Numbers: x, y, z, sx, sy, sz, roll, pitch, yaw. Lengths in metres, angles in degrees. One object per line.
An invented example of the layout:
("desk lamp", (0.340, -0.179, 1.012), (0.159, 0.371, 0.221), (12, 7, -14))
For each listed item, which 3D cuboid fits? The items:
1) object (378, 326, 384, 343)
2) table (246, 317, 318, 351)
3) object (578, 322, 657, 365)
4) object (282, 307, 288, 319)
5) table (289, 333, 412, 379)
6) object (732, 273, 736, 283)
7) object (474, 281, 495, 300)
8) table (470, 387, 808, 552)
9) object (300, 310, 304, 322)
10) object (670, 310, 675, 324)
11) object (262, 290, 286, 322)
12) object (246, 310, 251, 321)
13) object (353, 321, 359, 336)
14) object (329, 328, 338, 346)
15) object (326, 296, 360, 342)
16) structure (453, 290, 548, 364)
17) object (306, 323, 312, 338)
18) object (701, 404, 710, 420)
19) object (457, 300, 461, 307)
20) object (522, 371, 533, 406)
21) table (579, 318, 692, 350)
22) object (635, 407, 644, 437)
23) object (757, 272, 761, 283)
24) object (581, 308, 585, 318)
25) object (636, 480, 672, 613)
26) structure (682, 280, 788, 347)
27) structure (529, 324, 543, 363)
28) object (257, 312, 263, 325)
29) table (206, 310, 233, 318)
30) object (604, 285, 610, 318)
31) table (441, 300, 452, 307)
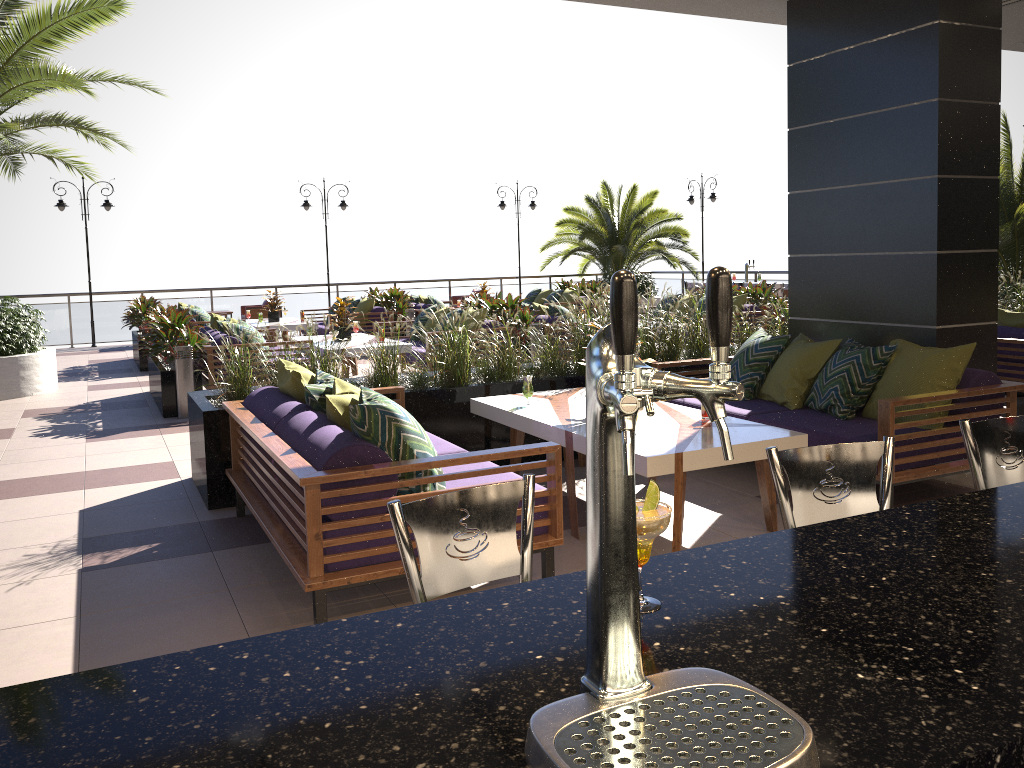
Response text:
("object", (-1.488, -0.565, 10.063), (0.067, 0.189, 0.085), (-1, 5, 5))
("table", (-3.875, -0.749, 14.542), (0.943, 0.551, 2.046), (-5, 8, -25))
("object", (0.573, -0.089, 5.027), (0.425, 0.524, 0.432), (-3, 6, -13))
("object", (-3.900, -1.220, 15.223), (0.106, 0.196, 0.106), (-1, 5, 8))
("table", (-1.959, -0.241, 10.514), (0.943, 0.551, 2.046), (-5, 8, -25))
("object", (4.210, -2.011, 16.781), (0.069, 0.180, 0.069), (2, 6, 37))
("object", (-0.518, -1.610, 16.139), (0.425, 0.524, 0.432), (-1, 6, 2))
("table", (0.596, 0.445, 5.074), (0.943, 0.551, 2.046), (-5, 8, -25))
("object", (-3.351, -1.079, 14.130), (0.067, 0.189, 0.085), (-1, 5, 5))
("object", (2.119, -0.896, 11.662), (0.106, 0.196, 0.106), (-1, 5, 8))
("object", (-3.912, -1.280, 14.475), (0.430, 0.524, 0.427), (-1, 6, 7))
("object", (-4.448, -1.156, 14.936), (0.069, 0.180, 0.069), (-1, 5, 8))
("object", (-1.963, -0.696, 11.132), (0.069, 0.180, 0.069), (-1, 5, 8))
("object", (-1.976, -0.521, 9.824), (0.106, 0.196, 0.106), (-1, 5, 8))
("object", (-1.997, -0.774, 10.461), (0.425, 0.524, 0.432), (-2, 6, -8))
("structure", (-0.228, -0.614, 11.318), (0.702, 1.167, 2.430), (-4, 8, -23))
("object", (-2.477, -0.653, 10.820), (0.069, 0.210, 0.069), (-5, 6, -37))
("object", (1.056, 0.097, 4.795), (0.067, 0.189, 0.085), (-2, 5, 0))
("object", (-0.989, -1.478, 16.531), (0.069, 0.180, 0.069), (-5, 6, -37))
("object", (0.097, 0.024, 5.439), (0.069, 0.210, 0.069), (-6, 6, -42))
("table", (1.476, -0.567, 12.133), (0.943, 0.551, 2.046), (-5, 8, -25))
("object", (0.609, 0.159, 4.421), (0.106, 0.196, 0.106), (-1, 5, 3))
("object", (4.511, -1.947, 16.146), (0.069, 0.210, 0.069), (-6, 6, -42))
("object", (1.003, -0.976, 12.488), (0.067, 0.189, 0.085), (-1, 5, 5))
("object", (0.197, 0.248, 1.376), (0.105, 0.196, 0.106), (-1, 5, 3))
("structure", (3.273, -0.947, 12.972), (0.738, 1.166, 2.261), (-4, 8, -24))
("structure", (0.288, -0.348, 10.275), (0.180, 0.697, 0.100), (-4, 5, -25))
("object", (-3.913, -1.015, 13.763), (0.082, 0.197, 0.069), (0, 5, 16))
("table", (-5.994, -1.145, 17.680), (0.741, 0.586, 0.759), (-5, 7, -25))
("object", (1.428, -1.098, 12.071), (0.430, 0.524, 0.427), (-3, 6, -13))
("table", (-1.796, -1.543, 19.659), (0.741, 0.586, 0.759), (-5, 7, -25))
